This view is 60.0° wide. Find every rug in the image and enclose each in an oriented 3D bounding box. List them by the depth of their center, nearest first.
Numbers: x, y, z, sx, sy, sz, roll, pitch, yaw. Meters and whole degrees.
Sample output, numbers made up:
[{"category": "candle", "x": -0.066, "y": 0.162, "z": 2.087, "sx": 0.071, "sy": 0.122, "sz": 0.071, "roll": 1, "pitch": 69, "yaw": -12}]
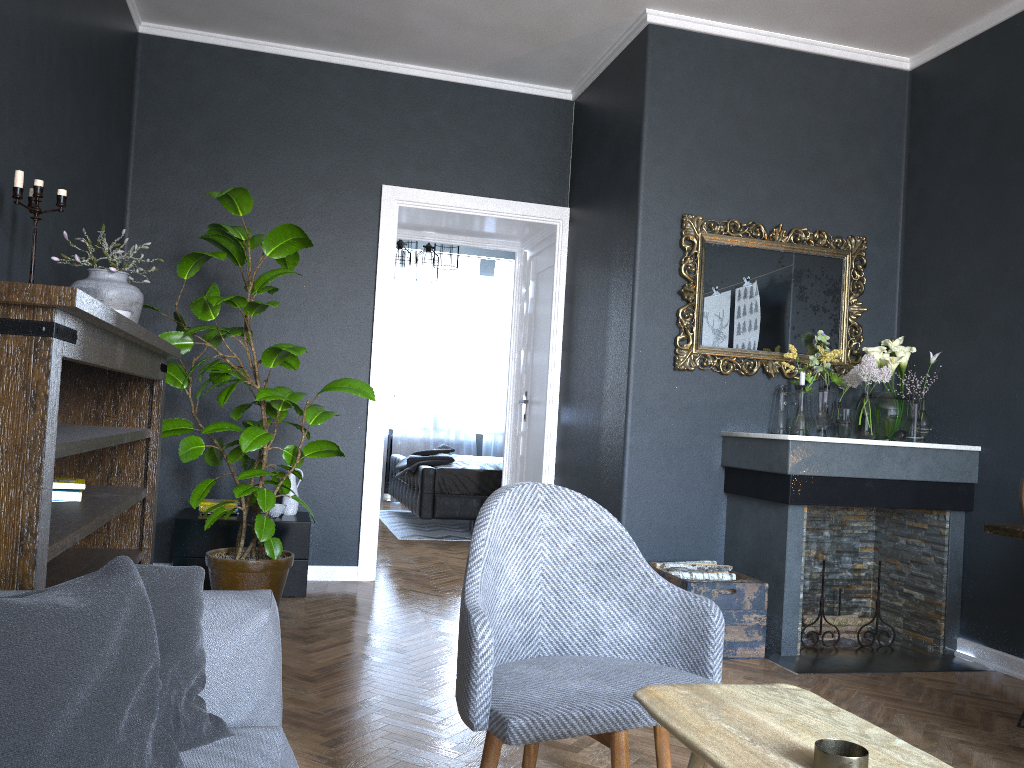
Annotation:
[{"category": "rug", "x": -0.437, "y": 1.276, "z": 8.011, "sx": 1.458, "sy": 0.013, "sz": 2.045, "roll": 4, "pitch": -3, "yaw": -15}]

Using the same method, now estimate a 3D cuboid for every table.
[{"category": "table", "x": 0.414, "y": 0.755, "z": 1.079, "sx": 0.339, "sy": 0.549, "sz": 0.788, "roll": 4, "pitch": -2, "yaw": -15}, {"category": "table", "x": 2.219, "y": 0.819, "z": 2.167, "sx": 1.126, "sy": 0.727, "sz": 1.605, "roll": 4, "pitch": -2, "yaw": -15}]

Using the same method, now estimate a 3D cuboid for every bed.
[{"category": "bed", "x": 0.085, "y": 0.733, "z": 8.188, "sx": 2.375, "sy": 1.161, "sz": 2.266, "roll": 4, "pitch": -2, "yaw": -15}]

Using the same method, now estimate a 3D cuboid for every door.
[{"category": "door", "x": 0.196, "y": 0.125, "z": 5.878, "sx": 0.162, "sy": 2.186, "sz": 0.857, "roll": 4, "pitch": -2, "yaw": -15}]

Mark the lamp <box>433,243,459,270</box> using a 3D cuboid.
[{"category": "lamp", "x": -0.543, "y": -1.371, "z": 7.552, "sx": 0.210, "sy": 0.769, "sz": 0.210, "roll": 3, "pitch": -2, "yaw": -1}]

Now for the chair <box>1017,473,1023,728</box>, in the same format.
[{"category": "chair", "x": 2.011, "y": 0.744, "z": 2.983, "sx": 0.438, "sy": 0.920, "sz": 0.549, "roll": 4, "pitch": -2, "yaw": -12}]

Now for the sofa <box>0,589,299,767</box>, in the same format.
[{"category": "sofa", "x": -0.589, "y": 0.550, "z": 0.601, "sx": 0.970, "sy": 0.798, "sz": 2.341, "roll": 4, "pitch": -2, "yaw": -15}]

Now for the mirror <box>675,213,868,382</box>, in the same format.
[{"category": "mirror", "x": 1.323, "y": -0.418, "z": 4.475, "sx": 1.057, "sy": 0.784, "sz": 0.067, "roll": 4, "pitch": -2, "yaw": -15}]

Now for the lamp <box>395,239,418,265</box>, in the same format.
[{"category": "lamp", "x": -0.921, "y": -1.418, "z": 7.753, "sx": 0.210, "sy": 0.713, "sz": 0.210, "roll": 3, "pitch": -2, "yaw": -1}]

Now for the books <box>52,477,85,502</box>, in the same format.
[{"category": "books", "x": -1.473, "y": 0.374, "z": 2.941, "sx": 0.174, "sy": 0.113, "sz": 0.197, "roll": 4, "pitch": -2, "yaw": -26}]

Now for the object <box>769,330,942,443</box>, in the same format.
[{"category": "object", "x": 1.702, "y": -0.002, "z": 4.356, "sx": 0.727, "sy": 0.546, "sz": 0.474, "roll": 4, "pitch": -2, "yaw": -12}]

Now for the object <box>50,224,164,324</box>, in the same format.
[{"category": "object", "x": -1.435, "y": -0.371, "z": 3.140, "sx": 0.386, "sy": 0.412, "sz": 0.275, "roll": 5, "pitch": -2, "yaw": -37}]

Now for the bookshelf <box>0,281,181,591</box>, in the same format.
[{"category": "bookshelf", "x": -1.353, "y": 0.404, "z": 2.603, "sx": 0.451, "sy": 1.171, "sz": 1.919, "roll": 4, "pitch": -2, "yaw": -15}]

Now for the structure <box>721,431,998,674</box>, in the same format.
[{"category": "structure", "x": 1.589, "y": 0.748, "z": 4.152, "sx": 1.066, "sy": 0.980, "sz": 0.834, "roll": 4, "pitch": -2, "yaw": -15}]

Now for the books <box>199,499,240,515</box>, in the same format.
[{"category": "books", "x": -1.536, "y": 0.644, "z": 4.639, "sx": 0.215, "sy": 0.066, "sz": 0.162, "roll": 4, "pitch": -2, "yaw": -19}]

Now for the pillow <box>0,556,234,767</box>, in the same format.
[{"category": "pillow", "x": -0.684, "y": 0.391, "z": 1.221, "sx": 0.442, "sy": 0.361, "sz": 0.798, "roll": 3, "pitch": -2, "yaw": 3}]

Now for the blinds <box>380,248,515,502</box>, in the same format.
[{"category": "blinds", "x": -1.229, "y": -0.099, "z": 9.785, "sx": 3.993, "sy": 2.787, "sz": 0.312, "roll": 4, "pitch": -2, "yaw": -15}]

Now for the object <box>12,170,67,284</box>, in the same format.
[{"category": "object", "x": -1.434, "y": -0.406, "z": 2.633, "sx": 0.145, "sy": 0.437, "sz": 0.130, "roll": 3, "pitch": -2, "yaw": 21}]

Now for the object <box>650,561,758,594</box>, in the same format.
[{"category": "object", "x": 0.851, "y": 0.940, "z": 4.039, "sx": 0.370, "sy": 0.246, "sz": 0.533, "roll": 4, "pitch": -2, "yaw": -14}]

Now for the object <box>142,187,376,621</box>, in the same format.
[{"category": "object", "x": -1.237, "y": 0.110, "z": 3.944, "sx": 1.118, "sy": 1.898, "sz": 0.764, "roll": 4, "pitch": -2, "yaw": -21}]

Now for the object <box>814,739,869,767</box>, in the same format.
[{"category": "object", "x": 0.439, "y": 0.461, "z": 0.949, "sx": 0.103, "sy": 0.033, "sz": 0.369, "roll": 4, "pitch": -2, "yaw": -4}]

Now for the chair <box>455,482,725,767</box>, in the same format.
[{"category": "chair", "x": 0.131, "y": 0.643, "z": 1.969, "sx": 0.645, "sy": 0.811, "sz": 0.494, "roll": 5, "pitch": -2, "yaw": -36}]

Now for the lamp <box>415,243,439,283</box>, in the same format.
[{"category": "lamp", "x": -0.797, "y": -1.357, "z": 8.506, "sx": 0.210, "sy": 0.746, "sz": 0.210, "roll": 3, "pitch": -2, "yaw": -1}]

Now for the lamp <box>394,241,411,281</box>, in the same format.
[{"category": "lamp", "x": -1.020, "y": -1.358, "z": 8.129, "sx": 0.210, "sy": 0.804, "sz": 0.210, "roll": 3, "pitch": -2, "yaw": -1}]

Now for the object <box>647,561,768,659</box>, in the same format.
[{"category": "object", "x": 0.843, "y": 1.016, "z": 4.036, "sx": 0.383, "sy": 0.326, "sz": 0.552, "roll": 4, "pitch": -2, "yaw": -15}]

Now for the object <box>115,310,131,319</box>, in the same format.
[{"category": "object", "x": -1.340, "y": -0.225, "z": 2.816, "sx": 0.118, "sy": 0.103, "sz": 0.255, "roll": 2, "pitch": -3, "yaw": 41}]

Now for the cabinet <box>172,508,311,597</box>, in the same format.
[{"category": "cabinet", "x": -1.404, "y": 0.879, "z": 4.638, "sx": 0.650, "sy": 0.390, "sz": 0.456, "roll": 4, "pitch": -2, "yaw": -15}]

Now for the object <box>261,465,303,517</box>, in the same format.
[{"category": "object", "x": -1.267, "y": 0.561, "z": 4.711, "sx": 0.228, "sy": 0.268, "sz": 0.229, "roll": 3, "pitch": -2, "yaw": 19}]
